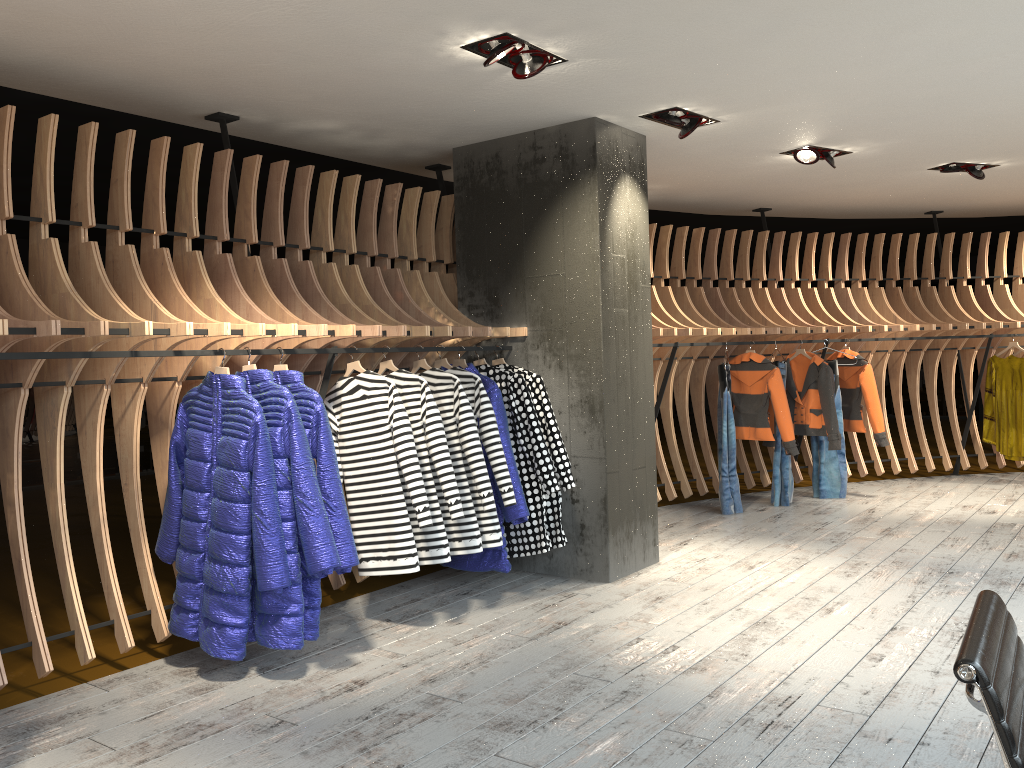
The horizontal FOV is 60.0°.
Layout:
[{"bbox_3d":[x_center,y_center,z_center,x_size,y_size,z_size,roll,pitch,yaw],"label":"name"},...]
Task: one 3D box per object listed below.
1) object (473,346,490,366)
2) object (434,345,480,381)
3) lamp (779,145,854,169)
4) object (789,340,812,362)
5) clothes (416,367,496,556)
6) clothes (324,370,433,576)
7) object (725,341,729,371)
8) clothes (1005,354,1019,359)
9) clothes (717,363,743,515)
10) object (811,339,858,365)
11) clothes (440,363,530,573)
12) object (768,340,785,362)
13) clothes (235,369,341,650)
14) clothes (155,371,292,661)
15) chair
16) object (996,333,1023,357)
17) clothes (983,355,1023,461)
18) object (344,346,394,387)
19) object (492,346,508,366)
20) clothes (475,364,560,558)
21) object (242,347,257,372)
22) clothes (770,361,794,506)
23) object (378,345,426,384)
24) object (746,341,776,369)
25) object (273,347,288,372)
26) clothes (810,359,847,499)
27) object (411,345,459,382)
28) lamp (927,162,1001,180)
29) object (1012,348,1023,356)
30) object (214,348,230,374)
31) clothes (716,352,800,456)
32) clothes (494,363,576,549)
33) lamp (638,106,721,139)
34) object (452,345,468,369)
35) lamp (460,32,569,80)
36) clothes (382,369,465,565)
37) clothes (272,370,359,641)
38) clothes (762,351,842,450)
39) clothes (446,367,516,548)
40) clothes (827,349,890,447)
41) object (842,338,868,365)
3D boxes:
[{"bbox_3d":[-0.171,-0.074,5.367,0.516,0.316,0.012,-1,1,37],"label":"object"},{"bbox_3d":[-0.383,-0.070,5.078,0.517,0.313,0.012,-1,1,37],"label":"object"},{"bbox_3d":[2.203,-1.710,6.421,0.493,0.296,0.269,-3,1,-34],"label":"lamp"},{"bbox_3d":[2.590,-0.264,7.952,0.012,0.270,0.525,-2,1,-33],"label":"object"},{"bbox_3d":[-0.385,0.438,4.893,0.752,1.062,0.128,-1,1,35],"label":"clothes"},{"bbox_3d":[-0.683,0.459,4.494,0.752,1.062,0.128,-1,1,35],"label":"clothes"},{"bbox_3d":[1.814,-0.239,7.494,0.023,0.243,0.549,-2,1,18],"label":"object"},{"bbox_3d":[5.072,0.218,8.626,0.168,1.044,0.665,-2,1,-22],"label":"clothes"},{"bbox_3d":[1.842,0.529,7.509,0.200,1.421,0.309,-2,1,14],"label":"clothes"},{"bbox_3d":[2.858,-0.290,8.083,0.549,0.243,0.023,-2,1,13],"label":"object"},{"bbox_3d":[-0.255,0.493,5.278,0.885,1.238,0.246,-1,1,34],"label":"clothes"},{"bbox_3d":[2.329,-0.265,7.813,0.023,0.243,0.549,-1,1,33],"label":"object"},{"bbox_3d":[-1.150,0.556,3.999,0.883,1.246,0.249,-1,1,34],"label":"clothes"},{"bbox_3d":[-1.361,0.572,3.981,0.880,1.260,0.242,-1,1,34],"label":"clothes"},{"bbox_3d":[1.084,0.849,1.452,0.667,0.859,0.693,-1,1,23],"label":"chair"},{"bbox_3d":[4.874,-0.356,8.614,0.012,0.270,0.525,-2,1,-23],"label":"object"},{"bbox_3d":[4.891,0.224,8.603,0.168,1.044,0.665,-2,1,-22],"label":"clothes"},{"bbox_3d":[-0.789,-0.041,4.537,0.517,0.313,0.012,-1,1,37],"label":"object"},{"bbox_3d":[-0.061,-0.084,5.520,0.517,0.313,0.012,-1,1,37],"label":"object"},{"bbox_3d":[-0.045,0.470,5.318,0.807,1.187,0.192,-1,1,37],"label":"clothes"},{"bbox_3d":[-1.182,-0.025,4.029,0.523,0.291,0.012,-1,1,37],"label":"object"},{"bbox_3d":[2.350,0.504,7.816,0.200,1.421,0.309,-2,1,29],"label":"clothes"},{"bbox_3d":[-0.647,-0.051,4.725,0.517,0.313,0.012,-1,1,37],"label":"object"},{"bbox_3d":[2.066,-0.241,7.674,0.012,0.270,0.525,-2,1,-38],"label":"object"},{"bbox_3d":[-1.089,-0.041,4.182,0.525,0.270,0.012,-1,1,37],"label":"object"},{"bbox_3d":[2.876,0.479,8.093,0.309,1.421,0.200,-2,1,9],"label":"clothes"},{"bbox_3d":[-0.490,-0.062,4.935,0.517,0.313,0.012,-1,1,37],"label":"object"},{"bbox_3d":[3.625,-1.778,7.120,0.493,0.293,0.269,-2,1,-21],"label":"lamp"},{"bbox_3d":[5.055,-0.363,8.637,0.012,0.270,0.525,-2,1,-23],"label":"object"},{"bbox_3d":[-1.293,-0.014,3.936,0.523,0.292,0.012,-1,1,37],"label":"object"},{"bbox_3d":[2.081,0.163,7.705,0.201,0.881,0.839,-2,1,-38],"label":"clothes"},{"bbox_3d":[0.061,0.463,5.474,0.799,1.185,0.192,-1,1,37],"label":"clothes"},{"bbox_3d":[1.017,-1.644,5.369,0.269,0.292,0.493,-1,2,43],"label":"lamp"},{"bbox_3d":[-0.311,-0.097,5.273,0.525,0.270,0.012,-1,1,37],"label":"object"},{"bbox_3d":[0.016,-1.577,4.131,0.269,0.292,0.493,-1,2,37],"label":"lamp"},{"bbox_3d":[-0.542,0.449,4.683,0.752,1.062,0.128,-1,1,35],"label":"clothes"},{"bbox_3d":[-1.106,0.551,4.189,0.885,1.238,0.246,-1,1,34],"label":"clothes"},{"bbox_3d":[2.599,0.142,7.930,0.201,0.881,0.839,-2,1,-33],"label":"clothes"},{"bbox_3d":[-0.278,0.431,5.036,0.752,1.062,0.128,-1,1,35],"label":"clothes"},{"bbox_3d":[3.103,0.115,8.208,0.201,0.881,0.839,-2,1,-23],"label":"clothes"},{"bbox_3d":[3.082,-0.289,8.179,0.012,0.270,0.525,-2,1,-23],"label":"object"}]
